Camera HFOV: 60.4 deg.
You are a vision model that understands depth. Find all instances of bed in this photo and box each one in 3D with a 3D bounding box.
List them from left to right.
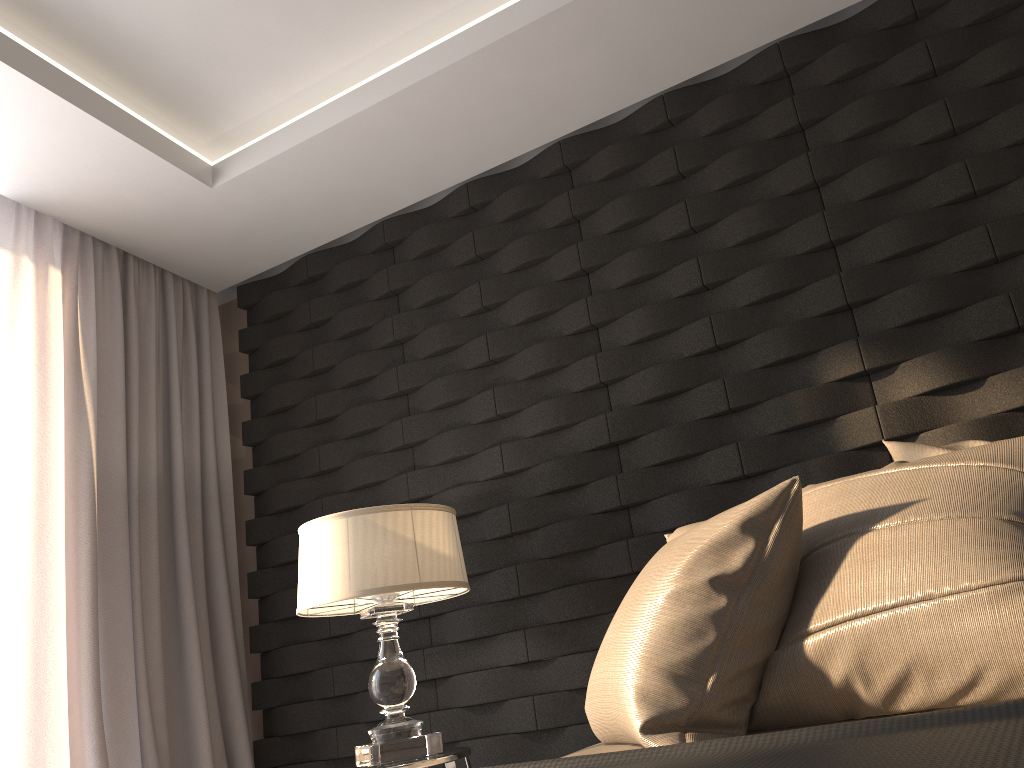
[{"bbox_3d":[0.551,0.731,1.044,2.195,0.623,2.397,-19,-20,27],"label":"bed"}]

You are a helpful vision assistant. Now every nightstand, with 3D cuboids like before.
[{"bbox_3d":[-0.248,1.264,2.200,0.523,0.602,0.580,-23,-23,38],"label":"nightstand"}]

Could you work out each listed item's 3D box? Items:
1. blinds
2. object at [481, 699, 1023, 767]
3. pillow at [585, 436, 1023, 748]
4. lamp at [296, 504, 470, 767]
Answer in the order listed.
[{"bbox_3d":[-1.210,0.588,2.930,0.329,2.635,1.035,-14,-19,20],"label":"blinds"},{"bbox_3d":[0.275,0.476,0.706,1.968,0.321,0.646,-18,-20,25],"label":"object"},{"bbox_3d":[0.665,0.293,1.567,1.203,0.517,0.941,-19,-21,28],"label":"pillow"},{"bbox_3d":[-0.337,0.686,2.396,0.488,0.629,0.445,1,-20,-28],"label":"lamp"}]
